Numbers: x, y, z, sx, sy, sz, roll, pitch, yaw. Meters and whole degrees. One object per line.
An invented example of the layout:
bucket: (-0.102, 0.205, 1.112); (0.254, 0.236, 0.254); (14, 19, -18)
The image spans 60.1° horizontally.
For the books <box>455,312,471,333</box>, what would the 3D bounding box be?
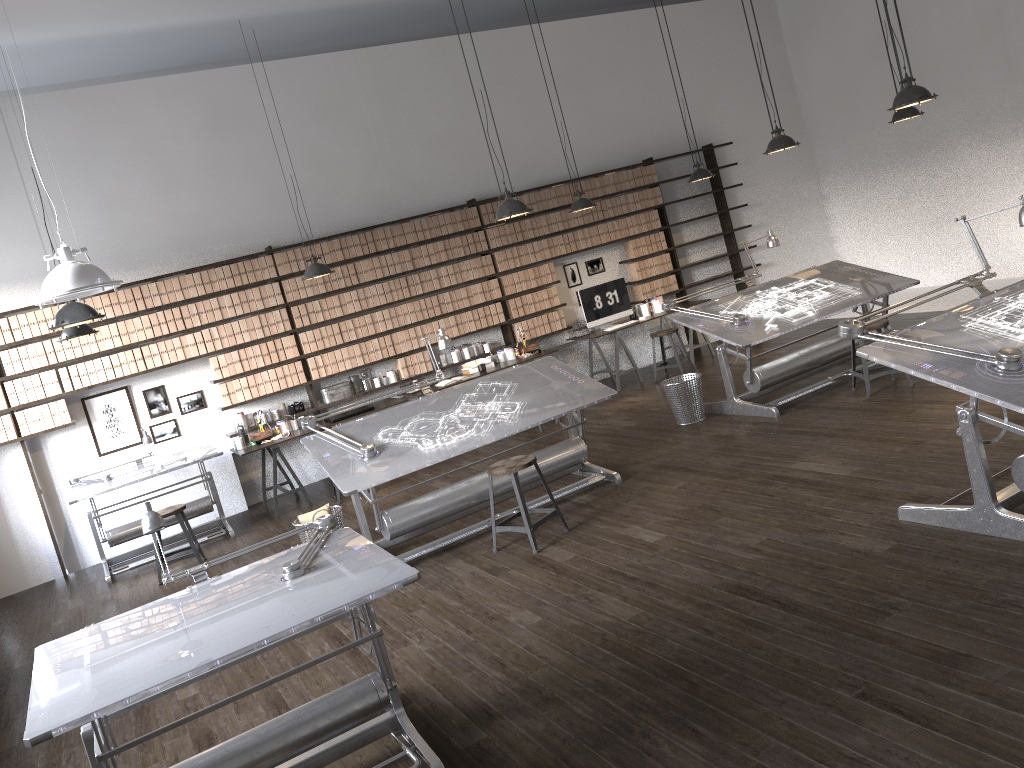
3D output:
books: (-0.548, -0.670, 9.778); (0.067, 0.224, 0.174); (-18, 7, -25)

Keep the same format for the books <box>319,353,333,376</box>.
books: (-1.920, -0.200, 9.089); (0.067, 0.224, 0.174); (-18, 7, -25)

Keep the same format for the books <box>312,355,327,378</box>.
books: (-1.978, -0.179, 9.056); (0.067, 0.224, 0.174); (-18, 7, -25)

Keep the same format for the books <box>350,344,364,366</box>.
books: (-1.623, -0.300, 9.231); (0.067, 0.225, 0.174); (-18, 7, -25)

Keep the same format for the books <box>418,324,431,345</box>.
books: (-0.961, -0.528, 9.571); (0.067, 0.224, 0.174); (-18, 7, -25)

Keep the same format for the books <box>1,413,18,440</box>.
books: (-4.439, 0.381, 7.830); (0.067, 0.224, 0.174); (-18, 7, -25)

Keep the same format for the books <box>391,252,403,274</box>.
books: (-1.253, -1.281, 9.456); (0.067, 0.224, 0.174); (-18, 7, -25)

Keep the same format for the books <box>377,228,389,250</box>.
books: (-1.393, -1.523, 9.394); (0.067, 0.224, 0.174); (-18, 7, -25)

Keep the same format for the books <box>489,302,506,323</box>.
books: (-0.164, -0.801, 9.968); (0.067, 0.224, 0.174); (-18, 7, -25)

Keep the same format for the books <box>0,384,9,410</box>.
books: (-4.511, 0.115, 7.810); (0.067, 0.224, 0.174); (-18, 7, -25)

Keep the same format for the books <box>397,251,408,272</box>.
books: (-1.200, -1.300, 9.484); (0.067, 0.224, 0.174); (-18, 7, -25)

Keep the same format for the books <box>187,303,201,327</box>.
books: (-3.071, -0.658, 8.540); (0.067, 0.224, 0.174); (-18, 7, -25)

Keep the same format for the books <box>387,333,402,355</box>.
books: (-1.256, -0.427, 9.423); (0.067, 0.224, 0.174); (-18, 7, -25)

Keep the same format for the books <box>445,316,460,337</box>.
books: (-0.664, -0.629, 9.713); (0.067, 0.225, 0.174); (-18, 7, -25)

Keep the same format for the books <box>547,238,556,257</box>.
books: (0.418, -1.573, 10.288); (0.067, 0.224, 0.174); (-18, 7, -25)

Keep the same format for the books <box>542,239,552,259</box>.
books: (0.363, -1.553, 10.253); (0.067, 0.225, 0.174); (-18, 7, -25)

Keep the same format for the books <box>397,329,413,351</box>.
books: (-1.143, -0.465, 9.472); (0.067, 0.225, 0.174); (-18, 7, -25)

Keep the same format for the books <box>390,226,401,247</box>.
books: (-1.274, -1.565, 9.462); (0.067, 0.224, 0.174); (-18, 7, -25)

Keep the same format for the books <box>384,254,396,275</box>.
books: (-1.315, -1.260, 9.423); (0.067, 0.225, 0.174); (-18, 7, -25)

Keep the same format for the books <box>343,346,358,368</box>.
books: (-1.682, -0.281, 9.206); (0.067, 0.224, 0.174); (-18, 7, -25)

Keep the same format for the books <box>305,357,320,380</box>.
books: (-2.039, -0.158, 9.021); (0.067, 0.224, 0.174); (-18, 7, -25)

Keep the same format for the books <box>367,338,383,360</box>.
books: (-1.444, -0.362, 9.323); (0.067, 0.224, 0.174); (-18, 7, -25)

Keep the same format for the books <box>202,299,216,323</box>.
books: (-2.951, -0.700, 8.605); (0.067, 0.224, 0.174); (-18, 7, -25)

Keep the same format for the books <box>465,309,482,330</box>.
books: (-0.426, -0.712, 9.840); (0.067, 0.224, 0.174); (-18, 7, -25)

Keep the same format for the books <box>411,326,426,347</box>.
books: (-1.020, -0.508, 9.538); (0.067, 0.224, 0.174); (-18, 7, -25)

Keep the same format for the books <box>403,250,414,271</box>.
books: (-1.141, -1.319, 9.509); (0.067, 0.225, 0.174); (-18, 7, -25)

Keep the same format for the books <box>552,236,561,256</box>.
books: (0.479, -1.594, 10.318); (0.067, 0.224, 0.174); (-18, 7, -25)

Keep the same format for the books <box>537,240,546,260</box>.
books: (0.303, -1.533, 10.229); (0.067, 0.224, 0.174); (-18, 7, -25)

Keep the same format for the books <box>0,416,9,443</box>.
books: (-4.500, 0.402, 7.796); (0.067, 0.224, 0.174); (-18, 7, -25)

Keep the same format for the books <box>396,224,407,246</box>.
books: (-1.213, -1.585, 9.490); (0.067, 0.224, 0.174); (-18, 7, -25)

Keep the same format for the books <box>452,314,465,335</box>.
books: (-0.609, -0.649, 9.748); (0.067, 0.224, 0.174); (-18, 7, -25)

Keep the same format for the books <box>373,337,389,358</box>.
books: (-1.385, -0.383, 9.358); (0.067, 0.224, 0.174); (-18, 7, -25)

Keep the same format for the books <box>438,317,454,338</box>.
books: (-0.724, -0.609, 9.688); (0.067, 0.224, 0.174); (-18, 7, -25)

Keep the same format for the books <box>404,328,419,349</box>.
books: (-1.080, -0.486, 9.503); (0.067, 0.224, 0.174); (-18, 7, -25)

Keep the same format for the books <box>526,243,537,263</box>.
books: (0.189, -1.494, 10.167); (0.067, 0.225, 0.174); (-18, 7, -25)

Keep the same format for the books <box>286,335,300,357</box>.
books: (-2.220, -0.379, 8.942); (0.067, 0.225, 0.174); (-18, 7, -25)

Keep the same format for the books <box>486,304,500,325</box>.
books: (-0.231, -0.778, 9.932); (0.067, 0.225, 0.174); (-18, 7, -25)

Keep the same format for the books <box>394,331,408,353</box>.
books: (-1.199, -0.446, 9.449); (0.067, 0.224, 0.174); (-18, 7, -25)

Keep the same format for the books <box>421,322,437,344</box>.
books: (-0.901, -0.549, 9.600); (0.067, 0.224, 0.174); (-18, 7, -25)

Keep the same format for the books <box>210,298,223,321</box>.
books: (-2.890, -0.720, 8.629); (0.067, 0.225, 0.174); (-18, 7, -25)

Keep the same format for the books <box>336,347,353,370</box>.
books: (-1.735, -0.262, 9.178); (0.067, 0.224, 0.174); (-18, 7, -25)

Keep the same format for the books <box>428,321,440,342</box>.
books: (-0.838, -0.569, 9.627); (0.067, 0.225, 0.174); (-18, 7, -25)

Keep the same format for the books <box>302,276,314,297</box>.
books: (-2.096, -0.992, 9.032); (0.067, 0.224, 0.174); (-18, 7, -25)

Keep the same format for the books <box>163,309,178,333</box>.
books: (-3.262, -0.593, 8.449); (0.067, 0.224, 0.174); (-18, 7, -25)

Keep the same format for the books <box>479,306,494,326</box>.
books: (-0.298, -0.755, 9.905); (0.067, 0.224, 0.174); (-18, 7, -25)

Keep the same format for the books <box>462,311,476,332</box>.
books: (-0.485, -0.691, 9.805); (0.067, 0.224, 0.174); (-18, 7, -25)

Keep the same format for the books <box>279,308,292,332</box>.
books: (-2.298, -0.643, 8.923); (0.067, 0.224, 0.174); (-18, 7, -25)

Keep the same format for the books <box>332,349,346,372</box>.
books: (-1.797, -0.241, 9.145); (0.067, 0.225, 0.174); (-18, 7, -25)

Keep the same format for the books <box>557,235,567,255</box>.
books: (0.542, -1.615, 10.345); (0.067, 0.224, 0.174); (-18, 7, -25)

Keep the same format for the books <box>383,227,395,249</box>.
books: (-1.332, -1.544, 9.428); (0.067, 0.224, 0.174); (-18, 7, -25)

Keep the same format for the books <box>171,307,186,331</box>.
books: (-3.196, -0.615, 8.476); (0.067, 0.225, 0.174); (-18, 7, -25)

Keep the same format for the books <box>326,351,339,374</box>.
books: (-1.859, -0.220, 9.118); (0.067, 0.224, 0.174); (-18, 7, -25)

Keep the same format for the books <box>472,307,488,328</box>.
books: (-0.359, -0.734, 9.867); (0.067, 0.225, 0.174); (-18, 7, -25)

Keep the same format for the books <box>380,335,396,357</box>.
books: (-1.318, -0.405, 9.386); (0.067, 0.225, 0.174); (-18, 7, -25)

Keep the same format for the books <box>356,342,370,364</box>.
books: (-1.567, -0.320, 9.266); (0.067, 0.224, 0.174); (-18, 7, -25)

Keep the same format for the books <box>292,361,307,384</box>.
books: (-2.154, -0.119, 8.965); (0.067, 0.225, 0.174); (-18, 7, -25)

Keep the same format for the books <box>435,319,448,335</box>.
books: (-0.777, -0.591, 9.660); (0.067, 0.224, 0.174); (-18, 7, -25)

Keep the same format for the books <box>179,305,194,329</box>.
books: (-3.134, -0.637, 8.514); (0.067, 0.224, 0.174); (-18, 7, -25)

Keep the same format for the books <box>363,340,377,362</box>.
books: (-1.506, -0.341, 9.296); (0.067, 0.224, 0.174); (-18, 7, -25)

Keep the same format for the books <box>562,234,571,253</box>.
books: (0.601, -1.636, 10.380); (0.067, 0.224, 0.174); (-18, 7, -25)
